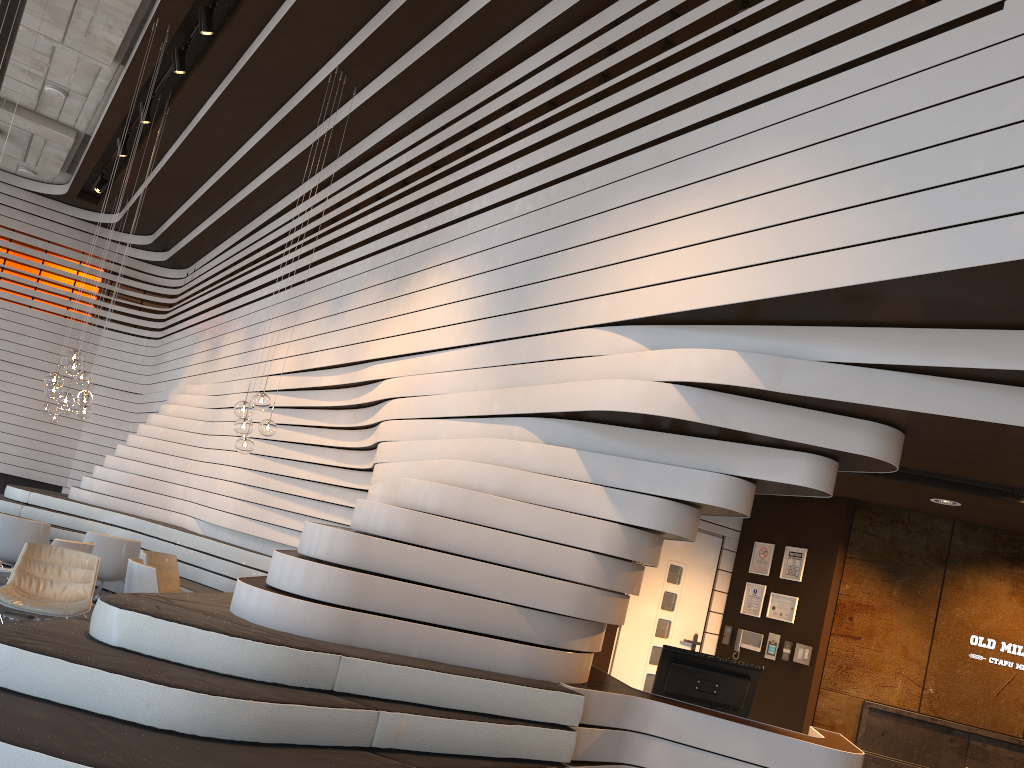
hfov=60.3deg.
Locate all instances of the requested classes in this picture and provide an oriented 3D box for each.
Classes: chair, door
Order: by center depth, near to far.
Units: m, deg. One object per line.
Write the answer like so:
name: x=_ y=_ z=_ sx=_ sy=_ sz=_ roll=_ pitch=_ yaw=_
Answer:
chair: x=-3.539 y=1.641 z=6.697 sx=0.659 sy=0.758 sz=0.716 roll=15 pitch=-8 yaw=-16
door: x=1.175 y=2.152 z=7.146 sx=0.980 sy=2.083 sz=0.163 roll=17 pitch=-6 yaw=-32
chair: x=-2.989 y=1.931 z=7.507 sx=0.717 sy=0.758 sz=0.658 roll=18 pitch=-9 yaw=-32
chair: x=-4.231 y=1.725 z=7.936 sx=0.709 sy=0.758 sz=0.666 roll=12 pitch=-8 yaw=8
chair: x=-3.294 y=2.056 z=8.492 sx=0.709 sy=0.758 sz=0.666 roll=12 pitch=-8 yaw=12
chair: x=-5.168 y=1.763 z=9.230 sx=0.658 sy=0.758 sz=0.717 roll=15 pitch=-8 yaw=-12
chair: x=-4.439 y=2.010 z=9.610 sx=0.661 sy=0.758 sz=0.714 roll=17 pitch=-9 yaw=-24

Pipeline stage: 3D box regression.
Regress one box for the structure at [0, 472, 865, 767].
structure: x=-4.918 y=2.020 z=10.640 sx=5.836 sy=0.917 sz=18.260 roll=21 pitch=-13 yaw=-34

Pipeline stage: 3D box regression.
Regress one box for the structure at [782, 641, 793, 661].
structure: x=2.143 y=2.079 z=6.865 sx=0.019 sy=0.145 sz=0.063 roll=16 pitch=-7 yaw=-32

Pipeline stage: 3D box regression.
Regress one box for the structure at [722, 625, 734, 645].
structure: x=1.809 y=2.105 z=7.387 sx=0.009 sy=0.153 sz=0.086 roll=16 pitch=-7 yaw=-31

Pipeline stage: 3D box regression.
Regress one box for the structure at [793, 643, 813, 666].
structure: x=2.225 y=2.066 z=6.741 sx=0.021 sy=0.141 sz=0.143 roll=16 pitch=-8 yaw=-31

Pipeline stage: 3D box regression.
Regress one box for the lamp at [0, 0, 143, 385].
lamp: x=0.494 y=-2.103 z=2.426 sx=9.122 sy=4.562 sz=42.079 roll=19 pitch=-12 yaw=-31

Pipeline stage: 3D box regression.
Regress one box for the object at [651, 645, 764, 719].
object: x=1.140 y=1.887 z=5.298 sx=0.595 sy=0.548 sz=0.373 roll=12 pitch=-7 yaw=8

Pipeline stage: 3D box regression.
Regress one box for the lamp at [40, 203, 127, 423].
lamp: x=-7.116 y=-1.581 z=14.925 sx=0.545 sy=4.626 sz=0.296 roll=14 pitch=-5 yaw=-7

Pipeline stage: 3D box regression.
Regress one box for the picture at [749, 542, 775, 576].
picture: x=2.062 y=1.441 z=7.278 sx=0.014 sy=0.260 sz=0.202 roll=16 pitch=-8 yaw=-31

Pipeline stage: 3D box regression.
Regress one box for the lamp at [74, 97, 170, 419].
lamp: x=-4.688 y=-1.838 z=10.771 sx=0.296 sy=4.626 sz=0.544 roll=17 pitch=-6 yaw=-36

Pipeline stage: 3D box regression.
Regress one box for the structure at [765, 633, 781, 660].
structure: x=2.066 y=2.082 z=6.993 sx=0.012 sy=0.199 sz=0.105 roll=16 pitch=-7 yaw=-31

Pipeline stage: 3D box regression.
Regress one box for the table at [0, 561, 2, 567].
table: x=-5.067 y=1.757 z=8.056 sx=0.413 sy=0.366 sz=0.920 roll=12 pitch=-10 yaw=6

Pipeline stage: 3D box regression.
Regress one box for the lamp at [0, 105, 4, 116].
lamp: x=-7.585 y=-2.215 z=12.005 sx=0.274 sy=4.580 sz=0.551 roll=11 pitch=-5 yaw=20

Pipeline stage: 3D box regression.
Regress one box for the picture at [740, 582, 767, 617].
picture: x=1.983 y=1.772 z=7.249 sx=0.014 sy=0.260 sz=0.202 roll=16 pitch=-8 yaw=-31

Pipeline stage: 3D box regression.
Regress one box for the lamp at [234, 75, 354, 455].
lamp: x=-1.957 y=-1.612 z=8.306 sx=0.332 sy=4.665 sz=0.538 roll=11 pitch=-5 yaw=20

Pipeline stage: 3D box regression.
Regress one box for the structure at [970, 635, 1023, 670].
structure: x=3.782 y=2.003 z=6.374 sx=0.881 sy=0.165 sz=0.007 roll=10 pitch=-6 yaw=14

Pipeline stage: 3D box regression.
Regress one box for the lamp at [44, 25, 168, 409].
lamp: x=-3.994 y=-2.046 z=8.954 sx=0.311 sy=4.692 sz=0.664 roll=15 pitch=-6 yaw=-23

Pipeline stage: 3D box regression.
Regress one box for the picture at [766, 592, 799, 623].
picture: x=2.143 y=1.774 z=6.998 sx=0.014 sy=0.200 sz=0.263 roll=16 pitch=-9 yaw=-31

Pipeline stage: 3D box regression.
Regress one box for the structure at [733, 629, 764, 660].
structure: x=1.920 y=2.144 z=7.188 sx=0.026 sy=0.251 sz=0.258 roll=17 pitch=-9 yaw=-33

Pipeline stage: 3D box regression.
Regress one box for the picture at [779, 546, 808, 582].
picture: x=2.237 y=1.428 z=7.009 sx=0.014 sy=0.260 sz=0.202 roll=16 pitch=-8 yaw=-31
